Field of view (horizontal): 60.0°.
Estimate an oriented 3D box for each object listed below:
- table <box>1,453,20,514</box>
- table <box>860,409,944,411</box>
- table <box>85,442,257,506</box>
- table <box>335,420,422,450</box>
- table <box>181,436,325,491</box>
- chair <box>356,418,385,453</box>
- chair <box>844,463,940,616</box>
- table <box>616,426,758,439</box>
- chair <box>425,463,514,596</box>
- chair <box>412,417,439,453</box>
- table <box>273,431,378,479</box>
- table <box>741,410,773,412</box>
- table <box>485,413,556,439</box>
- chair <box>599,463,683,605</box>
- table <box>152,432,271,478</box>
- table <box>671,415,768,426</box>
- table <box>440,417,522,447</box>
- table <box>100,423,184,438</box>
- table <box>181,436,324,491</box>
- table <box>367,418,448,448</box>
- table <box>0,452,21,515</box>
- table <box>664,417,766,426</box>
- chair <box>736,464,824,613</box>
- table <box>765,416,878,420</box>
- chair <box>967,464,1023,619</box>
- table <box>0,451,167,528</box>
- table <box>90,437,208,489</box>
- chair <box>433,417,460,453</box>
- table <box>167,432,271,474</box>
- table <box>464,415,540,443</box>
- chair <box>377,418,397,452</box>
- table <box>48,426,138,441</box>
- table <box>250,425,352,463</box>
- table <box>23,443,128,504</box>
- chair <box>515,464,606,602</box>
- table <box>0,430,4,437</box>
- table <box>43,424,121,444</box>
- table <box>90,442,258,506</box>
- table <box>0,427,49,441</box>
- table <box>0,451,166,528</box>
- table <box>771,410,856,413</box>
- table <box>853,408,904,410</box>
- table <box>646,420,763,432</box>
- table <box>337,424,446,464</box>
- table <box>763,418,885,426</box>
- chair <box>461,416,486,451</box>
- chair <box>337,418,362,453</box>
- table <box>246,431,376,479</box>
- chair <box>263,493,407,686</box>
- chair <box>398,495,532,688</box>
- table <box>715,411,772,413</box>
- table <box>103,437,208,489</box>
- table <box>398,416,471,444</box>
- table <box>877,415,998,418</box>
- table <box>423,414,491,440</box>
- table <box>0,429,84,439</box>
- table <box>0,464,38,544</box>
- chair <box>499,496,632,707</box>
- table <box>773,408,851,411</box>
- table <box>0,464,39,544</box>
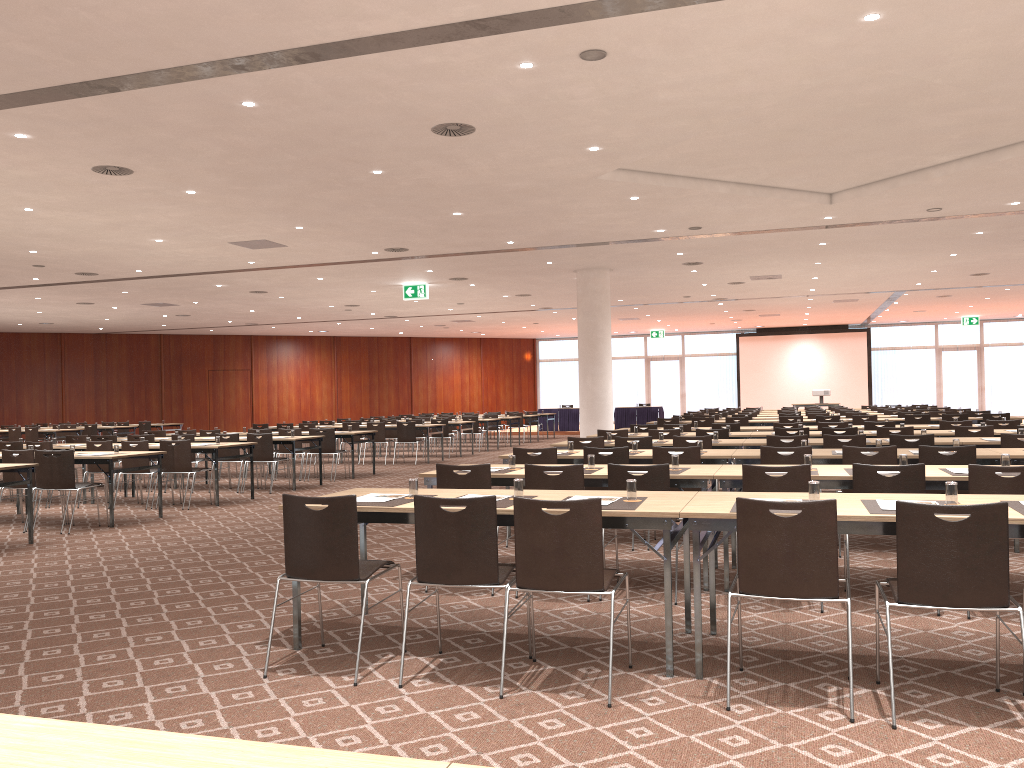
[{"bbox_3d":[-7.741,1.351,11.775,2.267,0.833,0.953,-2,-1,17],"label":"table"},{"bbox_3d":[10.675,1.114,24.330,2.267,0.833,0.953,-2,-1,17],"label":"table"},{"bbox_3d":[-4.976,1.306,13.002,2.267,0.833,0.953,-2,-1,17],"label":"table"},{"bbox_3d":[-3.693,1.443,24.654,2.267,0.833,0.953,-2,-1,17],"label":"table"},{"bbox_3d":[-4.376,1.320,14.910,2.267,0.833,0.953,-2,-1,17],"label":"table"},{"bbox_3d":[-3.849,1.385,24.075,0.536,0.939,0.614,-1,0,19],"label":"chair"},{"bbox_3d":[2.491,0.982,5.878,0.536,0.939,0.614,-1,0,18],"label":"chair"},{"bbox_3d":[2.897,1.153,14.720,2.267,0.833,0.953,-2,-1,17],"label":"table"},{"bbox_3d":[-0.299,1.057,6.711,0.536,0.939,0.614,-1,0,19],"label":"chair"},{"bbox_3d":[-2.301,1.343,23.588,0.535,0.939,0.614,-1,0,17],"label":"chair"},{"bbox_3d":[-3.777,1.333,16.818,2.267,0.833,0.953,-2,-1,17],"label":"table"},{"bbox_3d":[6.945,1.245,27.599,2.267,0.833,0.953,-2,-1,17],"label":"table"},{"bbox_3d":[0.271,1.426,29.697,2.267,0.833,0.953,-2,-1,17],"label":"table"},{"bbox_3d":[0.940,1.024,6.322,0.536,0.939,0.614,-1,0,19],"label":"chair"},{"bbox_3d":[-5.942,1.392,17.499,2.267,0.833,0.953,-2,-1,17],"label":"table"},{"bbox_3d":[5.145,1.204,21.875,2.267,0.833,0.953,-2,-1,17],"label":"table"},{"bbox_3d":[-0.928,1.398,25.881,2.267,0.833,0.953,-2,-1,17],"label":"table"},{"bbox_3d":[-11.269,1.648,27.035,2.267,0.833,0.953,-2,-1,17],"label":"table"},{"bbox_3d":[-4.376,1.320,14.910,2.267,0.833,0.953,-2,-1,17],"label":"table"},{"bbox_3d":[-3.093,1.457,26.561,2.267,0.833,0.953,-2,-1,17],"label":"table"},{"bbox_3d":[-7.741,1.351,11.775,2.267,0.833,0.953,-2,-1,17],"label":"table"},{"bbox_3d":[4.546,1.190,19.967,2.267,0.833,0.953,-2,-1,17],"label":"table"},{"bbox_3d":[1.798,1.000,6.016,0.535,0.939,0.614,-1,0,15],"label":"chair"},{"bbox_3d":[6.711,1.131,19.286,2.267,0.833,0.953,-2,-1,17],"label":"table"},{"bbox_3d":[3.116,0.965,5.638,0.535,0.939,0.614,-1,0,16],"label":"chair"},{"bbox_3d":[-5.576,1.292,11.094,2.267,0.833,0.953,-2,-1,17],"label":"table"},{"bbox_3d":[-6.541,1.378,15.591,2.267,0.833,0.953,-2,-1,17],"label":"table"},{"bbox_3d":[-1.727,1.327,23.323,0.535,0.939,0.614,-1,0,15],"label":"chair"},{"bbox_3d":[-5.942,1.392,17.499,2.267,0.833,0.953,-2,-1,17],"label":"table"},{"bbox_3d":[-0.329,1.412,27.789,2.267,0.833,0.953,-2,-1,17],"label":"table"},{"bbox_3d":[-3.274,1.368,23.809,0.535,0.939,0.614,-1,0,15],"label":"chair"},{"bbox_3d":[-11.869,1.635,25.127,2.267,0.833,0.953,-2,-1,17],"label":"table"},{"bbox_3d":[-4.892,1.416,20.838,2.267,0.833,0.953,-2,-1,17],"label":"table"},{"bbox_3d":[-7.141,1.365,13.683,2.267,0.833,0.953,-2,-1,17],"label":"table"},{"bbox_3d":[0.356,1.039,6.469,0.535,0.939,0.614,-1,0,17],"label":"chair"},{"bbox_3d":[-14.634,1.680,23.900,2.267,0.833,0.953,-2,-1,17],"label":"table"},{"bbox_3d":[-13.434,1.707,27.716,2.267,0.833,0.953,-2,-1,17],"label":"table"},{"bbox_3d":[-4.976,1.306,13.002,2.267,0.833,0.953,-2,-1,17],"label":"table"},{"bbox_3d":[-14.034,1.693,25.808,2.267,0.833,0.953,-2,-1,17],"label":"table"},{"bbox_3d":[-5.576,1.292,11.094,2.267,0.833,0.953,-2,-1,17],"label":"table"},{"bbox_3d":[8.510,1.172,25.010,2.267,0.833,0.953,-2,-1,17],"label":"table"},{"bbox_3d":[11.274,1.128,26.238,2.267,0.833,0.953,-2,-1,17],"label":"table"},{"bbox_3d":[3.946,1.176,18.059,2.267,0.833,0.953,-2,-1,17],"label":"table"},{"bbox_3d":[-2.727,1.357,20.157,2.267,0.833,0.953,-2,-1,17],"label":"table"},{"bbox_3d":[6.111,1.118,17.378,2.267,0.833,0.953,-2,-1,17],"label":"table"},{"bbox_3d":[-1.031,1.310,23.251,0.536,0.939,0.614,-1,0,15],"label":"chair"},{"bbox_3d":[-4.524,1.404,24.349,0.536,0.939,0.614,-1,0,19],"label":"chair"},{"bbox_3d":[-3.777,1.333,16.818,2.267,0.833,0.953,-2,-1,17],"label":"table"},{"bbox_3d":[-0.948,1.044,4.782,0.535,0.939,0.614,-1,0,18],"label":"chair"},{"bbox_3d":[-0.235,1.026,4.594,0.535,0.939,0.614,-1,0,15],"label":"chair"},{"bbox_3d":[6.345,1.231,25.691,2.267,0.833,0.953,-2,-1,17],"label":"table"},{"bbox_3d":[-6.541,1.378,15.591,2.267,0.833,0.953,-2,-1,17],"label":"table"},{"bbox_3d":[-2.494,1.471,28.469,2.267,0.833,0.953,-2,-1,17],"label":"table"},{"bbox_3d":[8.876,1.073,18.606,2.267,0.833,0.953,-2,-1,17],"label":"table"},{"bbox_3d":[-1.894,1.484,30.377,2.267,0.833,0.953,-2,-1,17],"label":"table"},{"bbox_3d":[-12.469,1.621,23.219,2.267,0.833,0.953,-2,-1,17],"label":"table"},{"bbox_3d":[-6.175,1.279,9.186,2.267,0.833,0.953,-2,-1,17],"label":"table"},{"bbox_3d":[0.272,1.011,4.399,0.535,0.939,0.614,-1,0,17],"label":"chair"},{"bbox_3d":[9.109,1.186,26.918,2.267,0.833,0.953,-2,-1,17],"label":"table"},{"bbox_3d":[-6.175,1.279,9.186,2.267,0.833,0.953,-2,-1,17],"label":"table"}]
